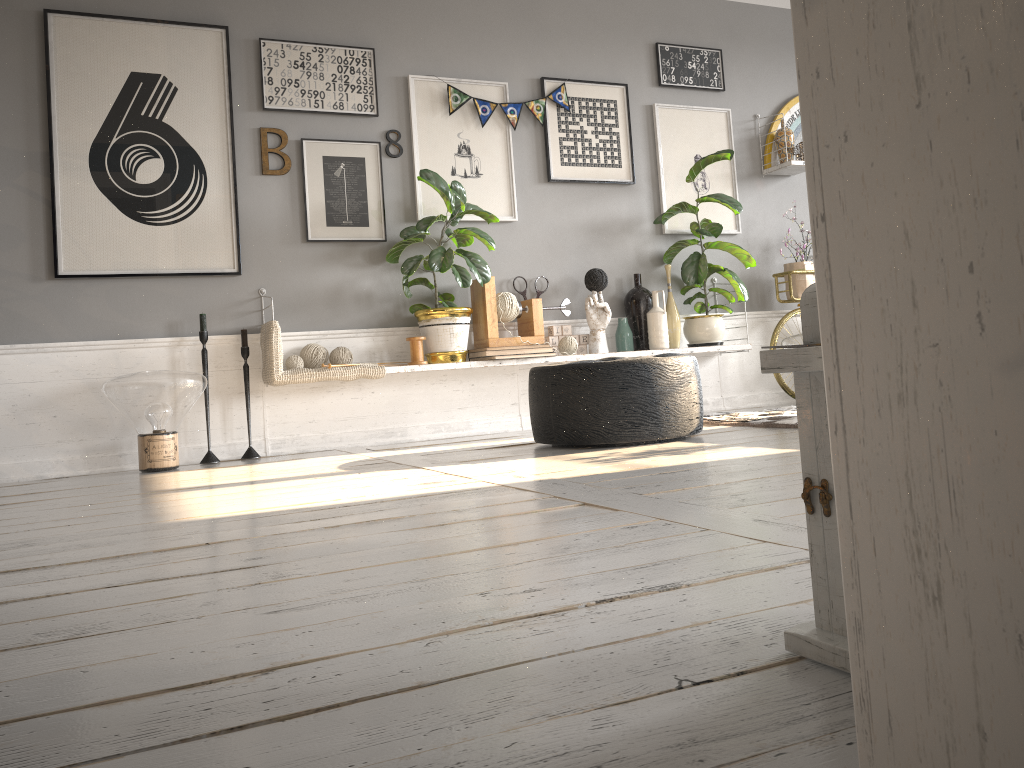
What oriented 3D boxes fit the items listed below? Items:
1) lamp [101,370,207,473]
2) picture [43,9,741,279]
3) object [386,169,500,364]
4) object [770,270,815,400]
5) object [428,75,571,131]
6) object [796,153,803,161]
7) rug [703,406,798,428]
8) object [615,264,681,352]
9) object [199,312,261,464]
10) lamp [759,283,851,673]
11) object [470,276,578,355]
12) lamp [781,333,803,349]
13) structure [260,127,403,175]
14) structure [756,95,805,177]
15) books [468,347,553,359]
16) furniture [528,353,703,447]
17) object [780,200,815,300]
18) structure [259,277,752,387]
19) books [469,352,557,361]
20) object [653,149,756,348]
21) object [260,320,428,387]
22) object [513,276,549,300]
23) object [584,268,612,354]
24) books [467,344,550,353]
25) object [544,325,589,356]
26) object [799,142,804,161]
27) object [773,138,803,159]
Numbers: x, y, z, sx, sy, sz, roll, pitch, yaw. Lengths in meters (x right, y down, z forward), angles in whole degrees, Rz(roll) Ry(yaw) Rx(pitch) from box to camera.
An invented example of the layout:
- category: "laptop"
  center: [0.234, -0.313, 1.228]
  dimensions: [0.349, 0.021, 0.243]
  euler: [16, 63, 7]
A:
- category: "lamp"
  center: [-1.558, 0.160, 3.883]
  dimensions: [0.432, 0.439, 0.431]
  euler: [-4, -1, -3]
- category: "picture"
  center: [-1.076, -1.265, 2.288]
  dimensions: [7.303, 1.800, 4.026]
  euler: [-4, 0, -25]
- category: "object"
  center: [-0.341, -0.588, 4.515]
  dimensions: [0.511, 0.967, 0.543]
  euler: [-2, -3, -39]
- category: "object"
  center: [2.315, -0.401, 5.741]
  dimensions: [1.628, 0.973, 0.425]
  euler: [-4, -2, -33]
- category: "object"
  center: [-0.043, -1.582, 4.967]
  dimensions: [0.915, 0.340, 0.057]
  euler: [-4, -3, -25]
- category: "object"
  center: [1.871, -1.444, 5.720]
  dimensions: [0.062, 0.082, 0.062]
  euler: [-6, -2, 41]
- category: "rug"
  center: [2.092, 0.109, 3.885]
  dimensions: [1.772, 0.034, 2.518]
  euler: [-4, 1, -24]
- category: "object"
  center: [0.770, -0.435, 5.072]
  dimensions: [0.331, 0.490, 0.285]
  euler: [-5, -2, 26]
- category: "object"
  center: [-1.338, 0.008, 4.151]
  dimensions: [0.280, 0.703, 0.091]
  euler: [-2, -4, -32]
- category: "lamp"
  center: [0.464, 0.033, 0.889]
  dimensions: [0.287, 0.479, 0.285]
  euler: [-3, -2, -26]
- category: "object"
  center: [0.084, -0.354, 4.753]
  dimensions: [0.546, 0.441, 0.237]
  euler: [-4, -2, -25]
- category: "lamp"
  center: [1.845, -0.098, 5.276]
  dimensions: [0.432, 0.439, 0.432]
  euler: [-4, -1, 6]
- category: "structure"
  center: [-0.917, -1.198, 4.568]
  dimensions: [0.740, 0.264, 0.024]
  euler: [-4, -3, -25]
- category: "structure"
  center: [2.574, -1.549, 6.031]
  dimensions: [2.025, 0.959, 0.266]
  euler: [-4, -3, -25]
- category: "books"
  center: [-0.008, -0.166, 4.690]
  dimensions: [0.384, 0.029, 0.259]
  euler: [-4, 1, -24]
- category: "furniture"
  center: [0.440, 0.062, 3.784]
  dimensions: [0.736, 0.358, 0.732]
  euler: [-4, 0, -38]
- category: "object"
  center: [1.926, -0.852, 5.579]
  dimensions: [0.488, 0.643, 0.252]
  euler: [-4, -3, -7]
- category: "structure"
  center: [0.091, -0.327, 4.786]
  dimensions: [2.779, 0.488, 0.307]
  euler: [-4, -2, -25]
- category: "books"
  center: [0.002, -0.142, 4.698]
  dimensions: [0.368, 0.021, 0.295]
  euler: [-4, 1, -30]
- category: "object"
  center: [1.144, -0.796, 5.236]
  dimensions: [0.566, 1.154, 0.415]
  euler: [-5, -3, 15]
- category: "object"
  center: [-0.810, -0.164, 4.336]
  dimensions: [0.786, 0.308, 0.328]
  euler: [-4, -1, -24]
- category: "object"
  center: [0.120, -0.372, 4.931]
  dimensions: [0.222, 0.465, 0.019]
  euler: [-3, -3, -25]
- category: "object"
  center: [0.478, -0.409, 4.954]
  dimensions: [0.155, 0.485, 0.136]
  euler: [-3, -3, -25]
- category: "books"
  center: [-0.017, -0.188, 4.699]
  dimensions: [0.380, 0.017, 0.228]
  euler: [-4, 1, -27]
- category: "object"
  center: [0.308, -0.243, 4.965]
  dimensions: [0.265, 0.174, 0.078]
  euler: [-4, -2, -19]
- category: "object"
  center: [1.879, -1.472, 5.640]
  dimensions: [0.086, 0.140, 0.085]
  euler: [-3, -3, -32]
- category: "object"
  center: [1.751, -1.473, 5.567]
  dimensions: [0.197, 0.166, 0.060]
  euler: [-4, -3, 9]
